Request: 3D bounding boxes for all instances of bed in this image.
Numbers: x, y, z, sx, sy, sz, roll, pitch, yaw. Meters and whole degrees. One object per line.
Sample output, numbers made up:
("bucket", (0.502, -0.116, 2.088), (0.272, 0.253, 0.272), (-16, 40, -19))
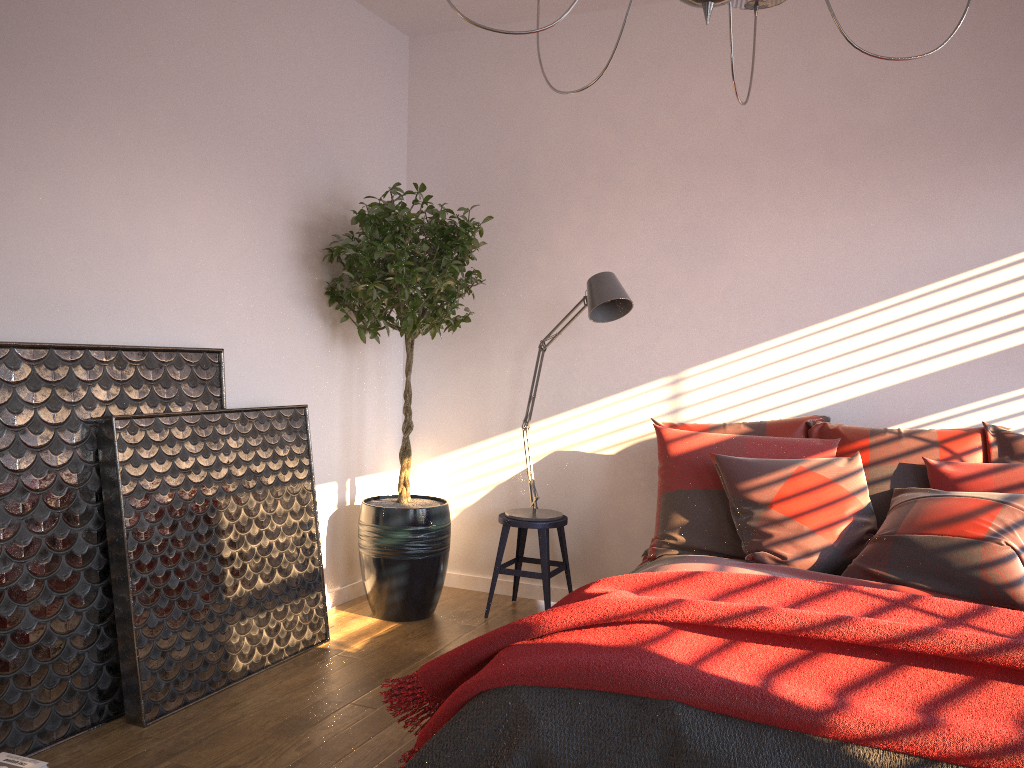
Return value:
("bed", (1.172, 0.807, 2.757), (2.034, 0.773, 2.308), (3, 2, 24))

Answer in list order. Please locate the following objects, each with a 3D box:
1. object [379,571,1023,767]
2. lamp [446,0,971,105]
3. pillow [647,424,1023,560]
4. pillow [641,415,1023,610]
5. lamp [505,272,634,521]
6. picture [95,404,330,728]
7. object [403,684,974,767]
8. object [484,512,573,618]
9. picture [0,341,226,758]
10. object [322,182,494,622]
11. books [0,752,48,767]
("object", (0.875, 0.883, 2.169), (2.641, 0.663, 0.681), (2, 3, 25))
("lamp", (0.392, -1.191, 1.672), (1.099, 1.083, 1.244), (3, 3, 24))
("pillow", (1.377, 0.480, 3.349), (1.812, 0.553, 0.526), (2, 3, 25))
("pillow", (1.436, 0.512, 3.288), (2.140, 0.736, 1.142), (2, 3, 22))
("lamp", (0.231, 0.082, 3.992), (0.279, 1.132, 0.785), (-1, 4, -26))
("picture", (-1.072, 0.609, 3.355), (0.210, 1.031, 1.023), (4, 4, 24))
("object", (0.850, 0.917, 2.027), (2.503, 0.570, 1.119), (2, 2, 24))
("object", (0.097, 0.876, 4.280), (0.338, 0.482, 0.341), (3, 4, 24))
("picture", (-1.391, 0.498, 2.902), (0.172, 1.257, 1.246), (4, 4, 24))
("object", (-0.537, 0.094, 4.150), (0.811, 2.028, 0.799), (4, 5, 27))
("books", (-1.427, 1.057, 2.340), (0.258, 0.050, 0.270), (2, 2, 20))
